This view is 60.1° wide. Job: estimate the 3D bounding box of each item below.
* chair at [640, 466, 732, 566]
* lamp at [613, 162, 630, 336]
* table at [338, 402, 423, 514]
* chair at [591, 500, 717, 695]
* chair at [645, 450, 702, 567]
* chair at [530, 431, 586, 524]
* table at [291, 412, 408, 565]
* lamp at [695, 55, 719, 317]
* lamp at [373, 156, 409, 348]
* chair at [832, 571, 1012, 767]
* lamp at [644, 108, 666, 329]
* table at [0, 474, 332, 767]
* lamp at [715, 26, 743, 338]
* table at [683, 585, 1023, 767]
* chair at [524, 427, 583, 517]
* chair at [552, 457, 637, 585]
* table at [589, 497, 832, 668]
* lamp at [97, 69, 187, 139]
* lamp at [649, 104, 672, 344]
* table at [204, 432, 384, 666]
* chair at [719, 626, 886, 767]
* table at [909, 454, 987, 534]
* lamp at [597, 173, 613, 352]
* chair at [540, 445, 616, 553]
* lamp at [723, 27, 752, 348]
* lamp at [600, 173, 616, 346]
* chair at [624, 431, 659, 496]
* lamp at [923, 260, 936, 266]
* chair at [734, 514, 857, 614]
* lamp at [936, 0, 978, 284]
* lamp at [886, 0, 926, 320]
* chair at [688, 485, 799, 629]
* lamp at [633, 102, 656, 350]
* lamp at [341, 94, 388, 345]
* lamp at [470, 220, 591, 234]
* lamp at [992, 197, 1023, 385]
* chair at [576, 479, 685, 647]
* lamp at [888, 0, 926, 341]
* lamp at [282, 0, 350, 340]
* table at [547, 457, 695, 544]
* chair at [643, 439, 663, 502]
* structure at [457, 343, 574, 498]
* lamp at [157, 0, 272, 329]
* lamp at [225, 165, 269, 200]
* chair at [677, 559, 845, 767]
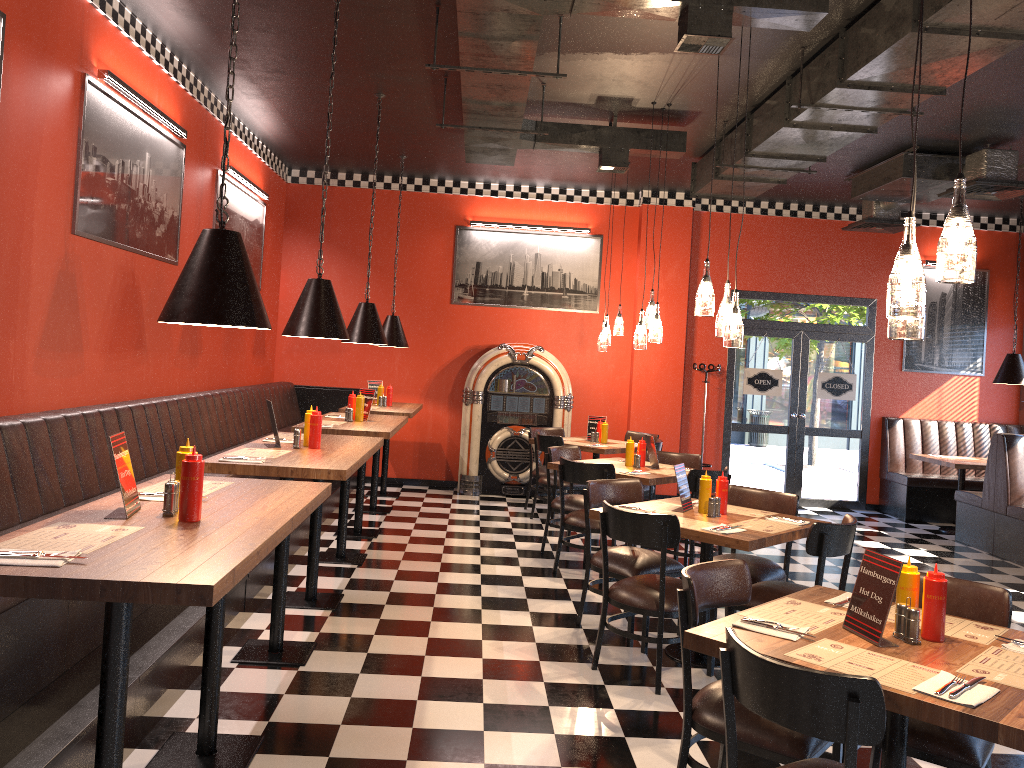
[{"bbox_3d":[1.316,1.034,6.602,0.485,0.868,0.545,4,0,-43],"label":"chair"},{"bbox_3d":[1.150,-1.478,9.111,0.108,1.967,0.108,3,-1,30],"label":"lamp"},{"bbox_3d":[-1.363,0.731,9.265,0.695,1.000,1.692,3,1,-2],"label":"table"},{"bbox_3d":[0.725,1.056,4.564,0.544,0.868,0.487,4,0,-44],"label":"chair"},{"bbox_3d":[1.292,1.011,7.351,0.487,0.868,0.544,3,0,21],"label":"chair"},{"bbox_3d":[0.480,0.924,8.710,0.544,0.868,0.487,4,0,-27],"label":"chair"},{"bbox_3d":[-1.278,0.796,7.126,0.695,1.000,1.692,3,1,-2],"label":"table"},{"bbox_3d":[1.138,-1.363,4.989,0.108,1.967,0.108,4,-1,-30],"label":"lamp"},{"bbox_3d":[-1.230,-1.419,9.485,0.382,2.046,0.381,3,-1,39],"label":"lamp"},{"bbox_3d":[1.444,1.140,3.118,0.487,0.868,0.544,3,0,37],"label":"chair"},{"bbox_3d":[1.170,-1.421,7.133,0.108,1.967,0.108,3,-1,44],"label":"lamp"},{"bbox_3d":[-1.110,0.925,2.900,0.695,1.000,1.692,3,1,-2],"label":"table"},{"bbox_3d":[1.259,-1.244,5.013,0.108,1.967,0.108,3,-1,40],"label":"lamp"},{"bbox_3d":[1.178,1.181,2.729,0.958,0.774,0.959,4,1,43],"label":"table"},{"bbox_3d":[0.442,0.905,9.315,0.485,0.868,0.545,4,0,-38],"label":"chair"},{"bbox_3d":[0.616,0.991,6.617,0.487,0.868,0.544,3,0,38],"label":"chair"},{"bbox_3d":[1.077,1.114,4.888,0.961,0.774,0.955,4,1,43],"label":"table"},{"bbox_3d":[-2.481,-1.874,6.013,0.081,0.056,1.444,3,2,-2],"label":"lamp"},{"bbox_3d":[1.189,-1.304,7.003,0.108,1.967,0.108,4,-1,-20],"label":"lamp"},{"bbox_3d":[-1.194,0.861,5.018,0.695,1.000,1.692,3,1,-2],"label":"table"},{"bbox_3d":[0.839,1.124,2.375,0.544,0.868,0.487,4,0,-35],"label":"chair"},{"bbox_3d":[5.347,1.240,9.595,1.691,0.774,0.956,3,1,-2],"label":"table"},{"bbox_3d":[0.993,-1.318,9.204,0.108,1.967,0.108,4,-1,-21],"label":"lamp"},{"bbox_3d":[0.542,0.967,7.328,0.545,0.868,0.485,3,0,35],"label":"chair"},{"bbox_3d":[1.274,-1.180,4.890,0.108,1.967,0.108,3,-1,9],"label":"lamp"},{"bbox_3d":[1.016,-1.373,9.083,0.108,1.967,0.108,3,-1,40],"label":"lamp"},{"bbox_3d":[1.257,0.951,9.431,0.544,0.868,0.487,4,0,-38],"label":"chair"},{"bbox_3d":[5.320,-1.459,10.791,0.610,0.056,0.081,3,1,-2],"label":"lamp"},{"bbox_3d":[1.475,1.100,4.587,0.545,0.868,0.485,3,0,40],"label":"chair"},{"bbox_3d":[1.371,-1.283,2.638,0.108,1.967,0.108,4,-1,-11],"label":"lamp"},{"bbox_3d":[1.244,-1.179,2.689,0.108,1.967,0.108,4,-1,-15],"label":"lamp"},{"bbox_3d":[1.401,1.076,5.298,0.487,0.868,0.544,3,0,43],"label":"chair"},{"bbox_3d":[1.064,-1.252,6.983,0.108,1.967,0.108,3,-1,9],"label":"lamp"},{"bbox_3d":[-1.141,-1.350,7.245,0.382,2.046,0.381,3,-1,39],"label":"lamp"},{"bbox_3d":[0.219,-1.876,10.593,1.444,0.056,0.081,3,1,-2],"label":"lamp"},{"bbox_3d":[5.489,-1.017,9.628,0.381,2.046,0.382,4,-1,-44],"label":"lamp"},{"bbox_3d":[0.701,1.033,5.313,0.485,0.868,0.545,4,0,-38],"label":"chair"},{"bbox_3d":[1.295,-1.120,2.798,0.108,1.967,0.108,3,-1,44],"label":"lamp"},{"bbox_3d":[-1.054,-1.284,5.056,0.382,2.046,0.381,3,-1,39],"label":"lamp"},{"bbox_3d":[0.934,1.046,7.025,0.961,0.774,0.955,4,1,43],"label":"table"},{"bbox_3d":[1.184,0.967,8.707,0.545,0.868,0.486,3,0,30],"label":"chair"},{"bbox_3d":[0.052,0.405,10.314,1.294,1.769,0.500,3,-1,-2],"label":"structure"},{"bbox_3d":[-0.977,-1.225,3.120,0.382,2.046,0.381,3,-1,39],"label":"lamp"},{"bbox_3d":[-2.586,-1.955,8.656,0.081,0.056,1.444,3,2,-2],"label":"lamp"},{"bbox_3d":[0.840,1.104,3.080,0.545,0.868,0.485,3,0,38],"label":"chair"}]
